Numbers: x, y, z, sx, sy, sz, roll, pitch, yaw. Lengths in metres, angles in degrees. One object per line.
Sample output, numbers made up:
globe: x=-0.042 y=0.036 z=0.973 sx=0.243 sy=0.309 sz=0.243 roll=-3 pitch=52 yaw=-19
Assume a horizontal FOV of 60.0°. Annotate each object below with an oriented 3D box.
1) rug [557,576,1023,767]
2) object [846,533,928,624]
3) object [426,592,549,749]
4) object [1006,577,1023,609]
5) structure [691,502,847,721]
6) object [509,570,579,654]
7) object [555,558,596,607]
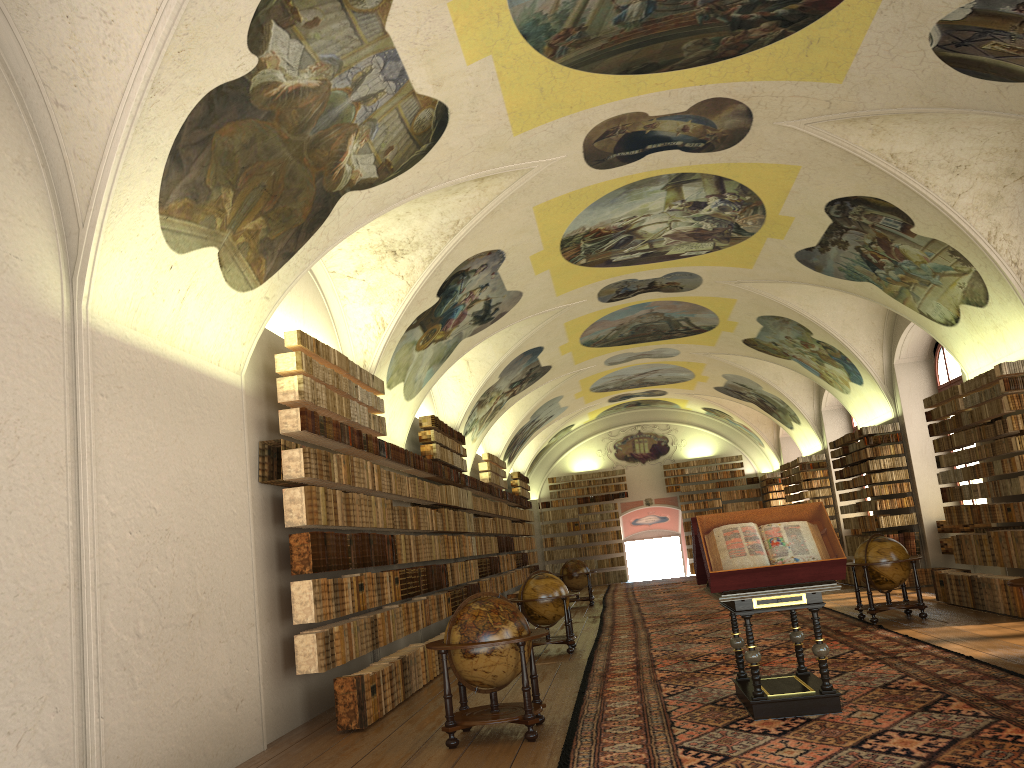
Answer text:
rug: x=4.083 y=4.890 z=18.674 sx=4.705 sy=0.064 sz=37.020 roll=-7 pitch=-11 yaw=6
object: x=6.352 y=3.274 z=15.121 sx=1.279 sy=1.444 sz=1.283 roll=0 pitch=-12 yaw=-31
object: x=-0.225 y=2.880 z=9.141 sx=1.279 sy=1.444 sz=1.283 roll=0 pitch=-12 yaw=-31
object: x=5.538 y=2.121 z=8.546 sx=1.282 sy=1.444 sz=1.280 roll=-16 pitch=-14 yaw=43
structure: x=2.621 y=2.275 z=9.052 sx=1.245 sy=1.975 sz=1.897 roll=-7 pitch=-10 yaw=6
object: x=0.587 y=4.033 z=15.717 sx=1.282 sy=1.444 sz=1.280 roll=-16 pitch=-14 yaw=43
object: x=1.907 y=5.915 z=26.453 sx=1.279 sy=1.444 sz=1.282 roll=2 pitch=-13 yaw=-41
